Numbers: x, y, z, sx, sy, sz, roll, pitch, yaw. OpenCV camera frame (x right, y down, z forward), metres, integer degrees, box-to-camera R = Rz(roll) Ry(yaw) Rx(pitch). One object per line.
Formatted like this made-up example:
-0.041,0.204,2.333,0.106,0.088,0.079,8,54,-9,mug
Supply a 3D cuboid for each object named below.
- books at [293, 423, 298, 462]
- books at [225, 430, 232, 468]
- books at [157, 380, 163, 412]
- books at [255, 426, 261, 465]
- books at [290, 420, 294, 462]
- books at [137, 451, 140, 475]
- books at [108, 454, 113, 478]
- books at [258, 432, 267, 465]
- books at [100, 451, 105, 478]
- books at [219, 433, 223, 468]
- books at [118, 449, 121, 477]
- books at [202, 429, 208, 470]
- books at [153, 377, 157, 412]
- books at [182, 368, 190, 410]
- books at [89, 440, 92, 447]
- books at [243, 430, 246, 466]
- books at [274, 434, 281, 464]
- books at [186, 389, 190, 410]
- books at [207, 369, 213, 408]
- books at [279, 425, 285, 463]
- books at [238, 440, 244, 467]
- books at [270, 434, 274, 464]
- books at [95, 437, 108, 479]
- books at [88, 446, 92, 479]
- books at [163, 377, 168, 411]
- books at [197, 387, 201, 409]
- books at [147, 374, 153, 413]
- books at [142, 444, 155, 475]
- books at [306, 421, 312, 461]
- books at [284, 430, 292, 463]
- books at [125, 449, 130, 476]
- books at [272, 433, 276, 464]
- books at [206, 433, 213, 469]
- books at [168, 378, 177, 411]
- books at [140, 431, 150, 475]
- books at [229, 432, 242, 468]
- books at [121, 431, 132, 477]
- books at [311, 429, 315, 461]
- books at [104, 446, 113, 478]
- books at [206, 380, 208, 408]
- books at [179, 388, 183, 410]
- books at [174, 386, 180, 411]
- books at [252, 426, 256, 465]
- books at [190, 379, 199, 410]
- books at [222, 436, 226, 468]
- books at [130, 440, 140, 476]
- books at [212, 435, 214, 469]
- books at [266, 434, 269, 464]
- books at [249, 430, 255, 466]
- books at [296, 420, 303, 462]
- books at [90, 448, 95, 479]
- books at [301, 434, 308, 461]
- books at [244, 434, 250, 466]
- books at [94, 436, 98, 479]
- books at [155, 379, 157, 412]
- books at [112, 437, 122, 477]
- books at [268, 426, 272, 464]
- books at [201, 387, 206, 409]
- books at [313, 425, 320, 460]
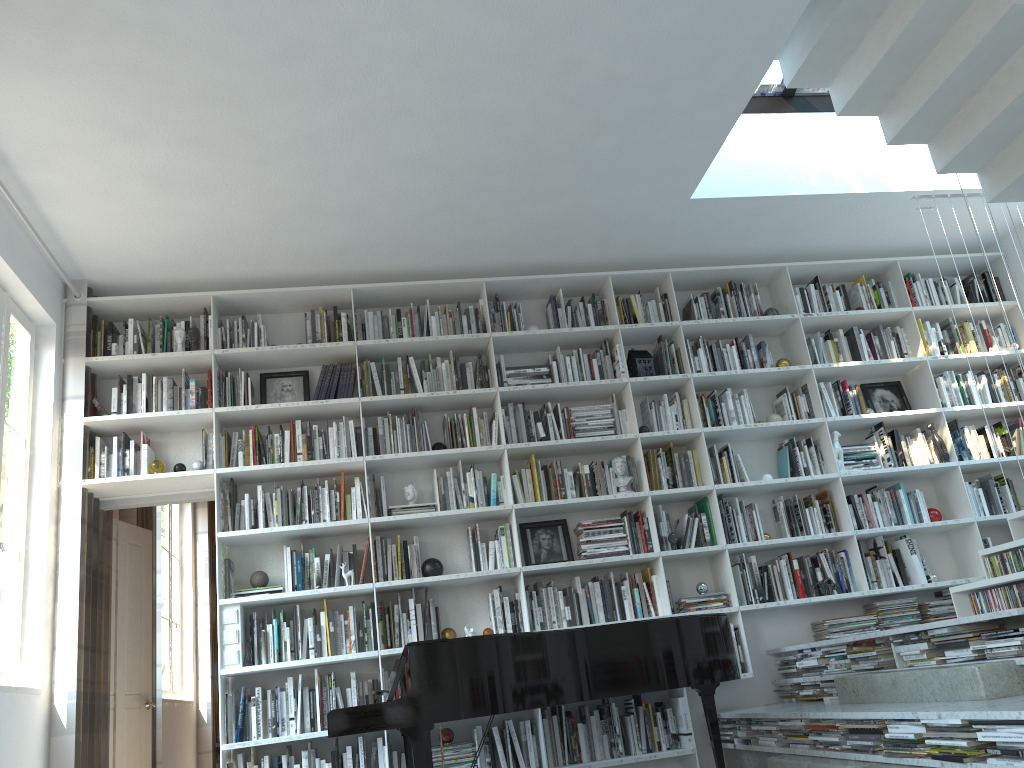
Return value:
-1.301,0.393,5.345,0.023,0.270,0.187,-4,-19,-10,books
-1.687,0.426,5.279,0.012,0.262,0.181,-4,-19,-10,books
-2.100,0.119,5.327,0.021,0.243,0.174,-4,-19,-10,books
-1.517,0.406,5.308,0.011,0.276,0.164,-4,-19,-10,books
-1.324,0.385,5.364,0.014,0.302,0.152,-4,-19,-10,books
-2.170,0.503,5.203,0.029,0.190,0.135,-4,-19,-10,books
-2.321,0.517,5.177,0.029,0.184,0.135,-4,-19,-10,books
-1.489,0.423,5.324,0.047,0.249,0.134,-4,-19,-10,books
-2.358,0.509,5.156,0.029,0.196,0.161,-4,-19,-10,books
-1.722,0.439,5.287,0.012,0.253,0.161,-4,-19,-10,books
-2.275,0.500,5.190,0.023,0.213,0.141,-4,-19,-10,books
-1.817,0.427,5.264,0.012,0.284,0.160,-4,-19,-10,books
-2.130,0.109,5.326,0.013,0.267,0.162,-4,-19,-10,books
-1.967,0.081,5.361,0.012,0.302,0.189,-4,-19,-10,books
-2.440,0.472,5.135,0.011,0.271,0.189,-4,-19,-10,books
-1.591,0.422,5.304,0.010,0.262,0.151,-4,-19,-10,books
-1.398,0.428,5.324,0.031,0.216,0.173,-4,-19,-10,books
-1.940,0.141,5.360,0.031,0.182,0.151,-4,-19,-10,books
-1.828,0.079,5.393,0.014,0.293,0.173,-4,-19,-10,books
-1.381,0.402,5.342,0.014,0.271,0.181,-4,-19,-10,books
-1.602,0.449,5.275,0.026,0.194,0.176,-4,-19,-10,books
-1.432,0.430,5.318,0.014,0.217,0.165,-4,-19,-10,books
-2.387,0.468,5.158,0.023,0.280,0.171,-4,-19,-10,books
-2.427,0.496,5.141,0.013,0.227,0.179,-4,-19,-10,books
-2.067,0.108,5.334,0.025,0.260,0.167,-4,-19,-10,books
-1.883,0.133,5.379,0.029,0.195,0.147,-4,-19,-10,books
-2.158,0.103,5.333,0.037,0.290,0.156,-4,-19,-10,books
-2.125,0.479,5.183,0.029,0.210,0.188,-4,-19,-10,books
-1.223,0.387,5.379,0.025,0.285,0.162,-4,-19,-10,books
-1.349,0.417,5.345,0.047,0.237,0.163,-4,-19,-10,books
-2.224,0.498,5.172,0.024,0.192,0.181,-4,-19,-10,books
-1.421,0.426,5.328,0.011,0.228,0.171,-4,-19,-10,books
-1.791,0.440,5.286,0.044,0.268,0.134,-4,-19,-10,books
-2.039,0.110,5.337,0.030,0.250,0.166,-4,-19,-10,books
-2.153,0.444,5.206,0.013,0.297,0.179,-4,-19,-10,books
-1.653,0.431,5.299,0.062,0.257,0.153,-4,-19,-10,books
-2.246,0.446,5.173,0.013,0.296,0.188,-4,-19,-10,books
-1.199,0.406,5.363,0.013,0.231,0.172,-4,-19,-10,books
-2.339,0.494,5.156,0.010,0.219,0.182,-4,-19,-10,books
-1.840,0.111,5.393,0.014,0.235,0.144,-4,-19,-10,books
-1.983,0.140,5.363,0.029,0.197,0.144,-4,-19,-10,books
-2.011,0.133,5.353,0.028,0.211,0.139,-4,-19,-10,books
-1.534,0.409,5.315,0.020,0.280,0.165,-4,-19,-10,books
-1.910,0.110,5.352,0.029,0.228,0.192,-4,-19,-10,books
-1.703,0.445,5.279,0.022,0.231,0.152,-4,-19,-10,books
-2.191,0.469,5.168,0.021,0.236,0.189,-4,-19,-10,books
-1.739,0.439,5.238,0.021,0.223,0.232,-4,-19,-10,books
-1.460,0.431,5.331,0.012,0.229,0.150,-4,-19,-10,books
-1.548,0.422,5.304,0.014,0.251,0.188,-4,-19,-10,books
-1.275,0.382,5.347,0.030,0.284,0.186,-4,-19,-10,books
-2.414,0.498,5.143,0.013,0.221,0.163,-4,-19,-10,books
-1.240,0.421,5.334,0.029,0.194,0.192,-4,-19,-10,books
-1.568,0.435,5.298,0.030,0.229,0.173,-4,-19,-10,books
-2.409,0.467,5.179,0.013,0.301,0.135,-4,-19,-10,books
-2.117,0.117,5.324,0.012,0.248,0.192,-4,-19,-10,books
-2.300,0.465,5.181,0.022,0.280,0.157,-4,-19,-10,books
-1.450,0.407,5.337,0.012,0.276,0.151,-4,-19,-10,books
-1.854,0.130,5.369,0.026,0.187,0.155,-4,-19,-10,books
-1.183,0.397,5.385,0.029,0.260,0.158,-4,-19,-10,books
